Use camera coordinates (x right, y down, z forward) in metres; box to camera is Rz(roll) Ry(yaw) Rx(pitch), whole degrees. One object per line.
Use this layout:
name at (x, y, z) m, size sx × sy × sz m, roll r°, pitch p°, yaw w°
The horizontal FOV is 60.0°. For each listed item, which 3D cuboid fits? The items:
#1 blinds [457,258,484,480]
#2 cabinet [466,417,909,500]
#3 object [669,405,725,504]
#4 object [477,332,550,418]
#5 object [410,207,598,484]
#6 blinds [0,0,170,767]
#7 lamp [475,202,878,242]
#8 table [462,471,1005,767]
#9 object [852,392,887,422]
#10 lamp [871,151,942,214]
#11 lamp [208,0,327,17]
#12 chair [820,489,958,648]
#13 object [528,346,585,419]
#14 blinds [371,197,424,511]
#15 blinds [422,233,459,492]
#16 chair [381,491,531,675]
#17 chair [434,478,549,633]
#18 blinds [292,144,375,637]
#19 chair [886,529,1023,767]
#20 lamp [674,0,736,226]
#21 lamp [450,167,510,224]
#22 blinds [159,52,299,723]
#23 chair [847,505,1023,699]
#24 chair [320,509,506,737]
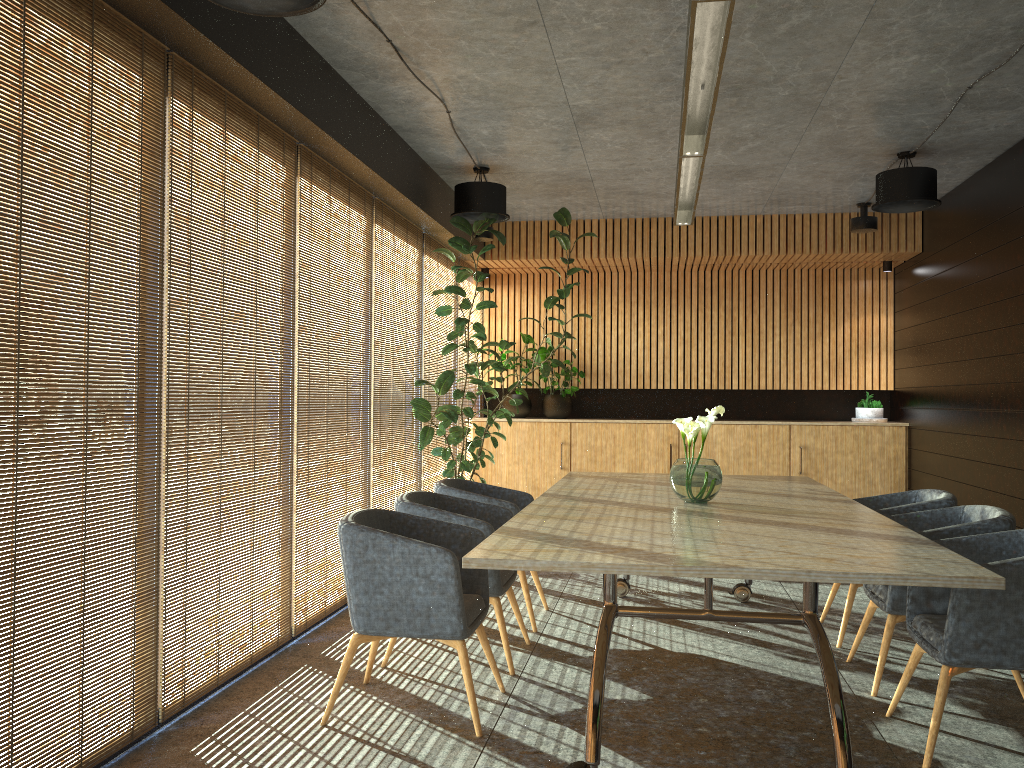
blinds at (-0.482, 0.122, 10.517) m, size 0.039 × 3.038 × 1.422 m, roll 0°, pitch -1°, yaw 9°
cabinet at (1.959, 1.061, 10.497) m, size 4.954 × 1.272 × 1.006 m, roll 0°, pitch -1°, yaw 9°
object at (1.040, 0.393, 5.010) m, size 0.295 × 0.546 × 0.322 m, roll 0°, pitch -1°, yaw 19°
object at (0.005, -0.111, 10.756) m, size 0.640 × 1.054 × 0.666 m, roll 1°, pitch -1°, yaw -39°
object at (-0.373, 0.009, 8.469) m, size 1.875 × 3.266 × 1.958 m, roll 1°, pitch -1°, yaw -42°
blinds at (-1.688, -0.012, 3.272) m, size 0.039 × 3.038 × 1.422 m, roll 0°, pitch -1°, yaw 9°
lamp at (1.608, -1.695, 9.247) m, size 4.179 × 0.294 × 0.257 m, roll 0°, pitch -1°, yaw 9°
table at (1.035, 1.129, 4.975) m, size 1.816 × 0.927 × 3.932 m, roll 0°, pitch -1°, yaw 9°
object at (4.121, 0.264, 10.224) m, size 0.384 × 0.347 × 0.384 m, roll 0°, pitch -1°, yaw 32°
lamp at (3.157, -1.633, 7.106) m, size 0.513 × 0.497 × 0.513 m, roll 0°, pitch -1°, yaw 39°
lamp at (-0.967, -1.728, 3.402) m, size 0.513 × 0.497 × 0.513 m, roll 0°, pitch -1°, yaw -2°
chair at (2.409, 1.143, 5.658) m, size 0.761 × 0.944 × 0.706 m, roll 0°, pitch -1°, yaw 9°
object at (0.509, -0.022, 10.655) m, size 0.679 × 0.880 × 0.512 m, roll 0°, pitch -1°, yaw 13°
blinds at (-0.968, 0.068, 7.596) m, size 0.039 × 3.038 × 1.422 m, roll 0°, pitch -1°, yaw 9°
blinds at (-0.723, 0.095, 9.069) m, size 0.039 × 3.038 × 1.422 m, roll 0°, pitch -1°, yaw 9°
chair at (-0.304, 1.115, 5.199) m, size 0.761 × 0.944 × 0.706 m, roll 0°, pitch -1°, yaw 9°
chair at (-0.157, 1.132, 6.086) m, size 0.761 × 0.944 × 0.706 m, roll 0°, pitch -1°, yaw 9°
blinds at (-1.209, 0.041, 6.148) m, size 0.039 × 3.038 × 1.422 m, roll 0°, pitch -1°, yaw 9°
chair at (2.113, 1.111, 3.884) m, size 0.761 × 0.944 × 0.706 m, roll 0°, pitch -1°, yaw 9°
lamp at (1.028, -1.598, 5.040) m, size 0.151 × 0.618 × 4.009 m, roll 0°, pitch -1°, yaw 9°
lamp at (-0.274, -1.649, 7.678) m, size 0.513 × 0.497 × 0.513 m, roll 1°, pitch -1°, yaw -20°
blinds at (-1.481, -0.013, 2.103) m, size 1.388 × 3.075 × 6.486 m, roll 1°, pitch -1°, yaw -9°
chair at (2.261, 1.127, 4.771) m, size 0.761 × 0.944 × 0.706 m, roll 0°, pitch -1°, yaw 9°
chair at (-0.452, 1.099, 4.311) m, size 0.761 × 0.944 × 0.706 m, roll 0°, pitch -1°, yaw 9°
